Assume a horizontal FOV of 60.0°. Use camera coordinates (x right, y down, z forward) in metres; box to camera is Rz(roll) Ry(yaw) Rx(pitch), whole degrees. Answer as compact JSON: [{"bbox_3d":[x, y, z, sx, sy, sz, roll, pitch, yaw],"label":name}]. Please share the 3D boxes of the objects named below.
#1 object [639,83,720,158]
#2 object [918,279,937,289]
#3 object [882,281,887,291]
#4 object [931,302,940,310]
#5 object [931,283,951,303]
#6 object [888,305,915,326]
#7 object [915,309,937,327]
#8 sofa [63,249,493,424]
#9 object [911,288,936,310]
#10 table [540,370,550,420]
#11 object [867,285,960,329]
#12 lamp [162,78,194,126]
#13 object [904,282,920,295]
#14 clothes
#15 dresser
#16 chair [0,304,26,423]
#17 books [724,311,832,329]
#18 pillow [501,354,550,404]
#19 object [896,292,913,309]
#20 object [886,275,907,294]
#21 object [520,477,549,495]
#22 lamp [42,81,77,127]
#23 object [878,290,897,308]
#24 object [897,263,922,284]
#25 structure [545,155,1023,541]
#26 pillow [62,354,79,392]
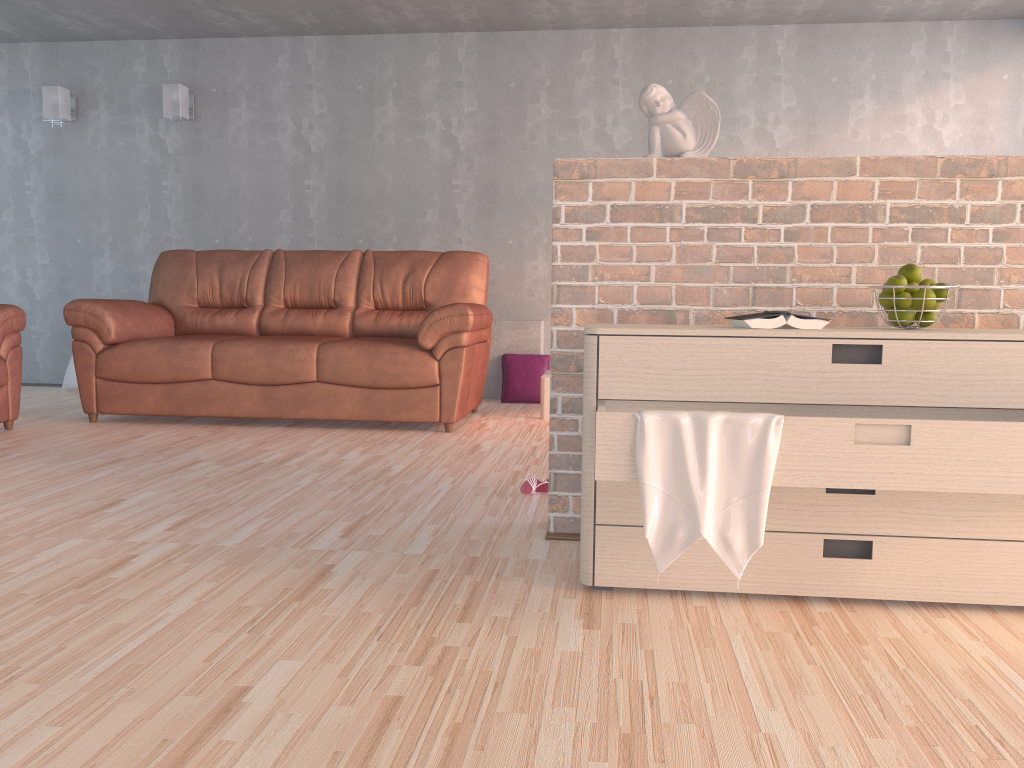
[{"bbox_3d":[0.459,-0.722,2.455,0.216,0.218,0.131,1,5,6],"label":"object"},{"bbox_3d":[0.994,-0.231,2.123,0.043,0.043,0.039,0,5,-8],"label":"object"},{"bbox_3d":[0.927,-0.229,2.157,0.049,0.053,0.054,5,7,37],"label":"object"},{"bbox_3d":[1.008,-0.199,2.146,0.053,0.054,0.053,5,7,42],"label":"object"},{"bbox_3d":[1.006,-0.215,2.084,0.047,0.047,0.046,6,7,44],"label":"object"},{"bbox_3d":[0.932,-0.166,2.123,0.059,0.055,0.060,-4,7,-38],"label":"object"},{"bbox_3d":[0.986,-0.159,2.113,0.046,0.048,0.048,0,5,-5],"label":"object"},{"bbox_3d":[-1.222,-0.317,4.992,2.202,0.923,0.981,1,5,6],"label":"sofa"},{"bbox_3d":[0.963,-0.197,2.079,0.057,0.057,0.057,5,7,39],"label":"object"},{"bbox_3d":[0.463,0.064,5.262,0.548,0.241,0.548,1,5,6],"label":"table"},{"bbox_3d":[0.960,-0.183,2.130,0.202,0.104,0.202,1,5,0],"label":"object"},{"bbox_3d":[-2.327,-1.955,6.170,0.165,0.319,0.177,1,5,6],"label":"lamp"},{"bbox_3d":[0.946,-0.223,2.105,0.039,0.038,0.039,4,7,35],"label":"object"},{"bbox_3d":[0.397,0.237,1.796,0.325,0.369,0.097,1,5,7],"label":"clothes"},{"bbox_3d":[1.006,0.188,2.013,1.686,0.612,0.605,1,5,6],"label":"dresser"},{"bbox_3d":[-2.950,-0.227,4.080,0.936,0.879,0.970,1,5,6],"label":"chair"},{"bbox_3d":[0.629,-0.153,2.110,0.209,0.040,0.146,0,5,-3],"label":"books"},{"bbox_3d":[0.092,-0.033,5.885,0.327,0.326,0.241,1,5,0],"label":"pillow"},{"bbox_3d":[0.922,-0.197,2.084,0.038,0.040,0.039,2,6,15],"label":"object"},{"bbox_3d":[0.908,-0.235,2.094,0.046,0.045,0.046,1,5,6],"label":"object"},{"bbox_3d":[0.106,0.354,3.088,0.078,0.066,0.192,6,7,42],"label":"object"},{"bbox_3d":[-3.206,-1.973,6.265,0.165,0.319,0.168,1,5,6],"label":"lamp"},{"bbox_3d":[0.902,-0.204,2.123,0.046,0.044,0.046,1,5,2],"label":"object"},{"bbox_3d":[0.955,-0.262,2.130,0.054,0.056,0.054,1,5,6],"label":"object"},{"bbox_3d":[0.818,-0.081,2.478,1.422,1.057,0.211,1,5,6],"label":"structure"},{"bbox_3d":[-2.984,-0.102,6.260,0.327,0.326,0.241,2,5,10],"label":"pillow"}]
